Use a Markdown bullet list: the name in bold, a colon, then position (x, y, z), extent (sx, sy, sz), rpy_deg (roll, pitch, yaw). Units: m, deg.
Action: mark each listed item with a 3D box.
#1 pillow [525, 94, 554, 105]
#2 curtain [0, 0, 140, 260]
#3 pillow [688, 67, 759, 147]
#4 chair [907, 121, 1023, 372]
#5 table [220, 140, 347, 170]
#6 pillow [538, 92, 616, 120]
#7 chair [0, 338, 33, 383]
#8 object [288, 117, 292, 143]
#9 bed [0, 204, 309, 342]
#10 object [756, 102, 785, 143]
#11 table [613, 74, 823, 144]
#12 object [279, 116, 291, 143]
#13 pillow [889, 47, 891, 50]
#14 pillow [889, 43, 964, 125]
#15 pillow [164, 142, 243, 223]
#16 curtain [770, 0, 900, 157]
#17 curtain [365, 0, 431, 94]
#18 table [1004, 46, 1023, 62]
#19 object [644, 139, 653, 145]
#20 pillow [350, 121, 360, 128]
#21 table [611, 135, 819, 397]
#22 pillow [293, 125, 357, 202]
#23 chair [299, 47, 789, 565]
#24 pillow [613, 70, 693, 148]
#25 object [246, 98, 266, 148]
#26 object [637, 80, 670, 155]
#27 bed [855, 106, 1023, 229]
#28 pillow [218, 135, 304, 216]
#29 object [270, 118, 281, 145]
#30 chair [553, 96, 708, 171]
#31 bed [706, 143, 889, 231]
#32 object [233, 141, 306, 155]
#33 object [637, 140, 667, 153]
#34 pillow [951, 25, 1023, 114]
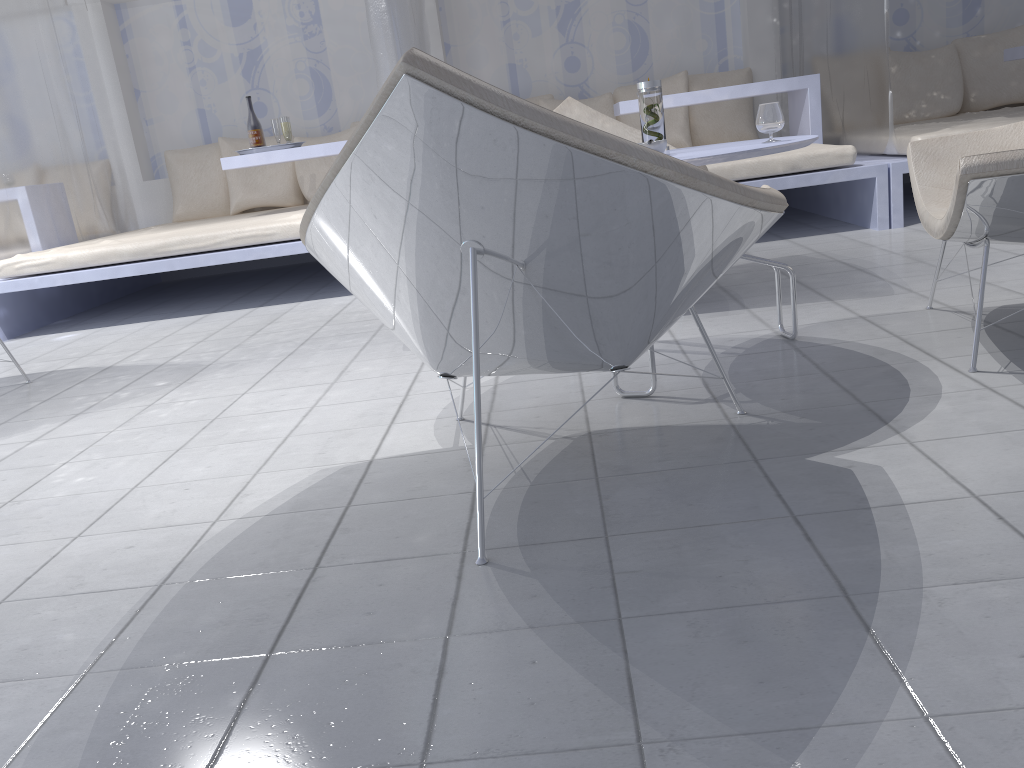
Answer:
- **pillow**: position (0.091, -1.659, 5.949), extent (0.572, 0.510, 0.231), rpy_deg (-7, 15, 3)
- **curtain**: position (-2.728, -1.491, 5.078), extent (0.125, 1.559, 1.998), rpy_deg (-7, 15, 2)
- **pillow**: position (1.358, -1.797, 5.858), extent (0.524, 0.521, 0.230), rpy_deg (-7, 15, 2)
- **chair**: position (1.373, -0.502, 2.050), extent (0.753, 0.759, 0.906), rpy_deg (-3, 16, 18)
- **table**: position (-1.054, -1.154, 5.135), extent (1.065, 0.450, 0.416), rpy_deg (-7, 15, 4)
- **pillow**: position (0.428, -1.663, 5.843), extent (0.528, 0.482, 0.307), rpy_deg (-6, 15, 8)
- **chair**: position (-2.171, -0.282, 3.057), extent (0.753, 0.759, 0.906), rpy_deg (-15, 17, -25)
- **object**: position (-1.288, -1.445, 5.105), extent (0.059, 0.174, 0.059), rpy_deg (-16, 17, -27)
- **bed**: position (-1.524, -0.793, 5.257), extent (2.200, 0.422, 2.022), rpy_deg (-7, 15, 4)
- **object**: position (0.623, -0.631, 2.139), extent (0.068, 0.091, 0.068), rpy_deg (-10, 15, -6)
- **table**: position (1.140, -1.420, 4.987), extent (1.065, 0.450, 0.416), rpy_deg (-7, 15, 4)
- **object**: position (-1.284, -1.429, 5.043), extent (0.059, 0.174, 0.059), rpy_deg (-16, 17, -27)
- **pillow**: position (2.282, -1.924, 5.802), extent (0.572, 0.510, 0.231), rpy_deg (-7, 15, 3)
- **pillow**: position (2.618, -1.928, 5.696), extent (0.528, 0.482, 0.307), rpy_deg (-6, 15, 8)
- **pillow**: position (-2.118, -1.376, 6.092), extent (0.524, 0.521, 0.230), rpy_deg (-6, 15, 6)
- **curtain**: position (1.649, -2.021, 4.783), extent (0.125, 1.559, 1.998), rpy_deg (-7, 15, 2)
- **curtain**: position (-0.554, -1.764, 4.887), extent (0.151, 1.552, 2.050), rpy_deg (-7, 15, 4)
- **table**: position (3.331, -1.685, 4.840), extent (1.065, 0.450, 0.416), rpy_deg (-7, 15, 4)
- **object**: position (0.302, -0.536, 1.972), extent (0.012, 0.016, 0.098), rpy_deg (-7, 15, 3)
- **pillow**: position (-0.854, -1.544, 6.013), extent (0.572, 0.510, 0.231), rpy_deg (-7, 15, 5)
- **table**: position (0.385, -0.324, 2.338), extent (0.823, 0.534, 0.825), rpy_deg (-13, 16, -18)
- **pillow**: position (-1.193, -1.467, 5.952), extent (0.528, 0.482, 0.307), rpy_deg (-8, 15, -1)
- **chair**: position (0.022, -0.193, 1.607), extent (0.906, 0.759, 0.753), rpy_deg (-2, 16, 21)
- **pillow**: position (0.927, -1.761, 5.856), extent (0.537, 0.527, 0.233), rpy_deg (-1, 16, 23)
- **object**: position (-1.478, -1.487, 5.076), extent (0.092, 0.302, 0.092), rpy_deg (-16, 17, -28)
- **object**: position (0.361, -0.681, 2.281), extent (0.075, 0.185, 0.075), rpy_deg (-18, 18, -32)
- **bed**: position (2.855, -1.322, 4.946), extent (2.200, 0.427, 2.016), rpy_deg (-7, 15, 4)
- **pillow**: position (-1.695, -1.443, 6.033), extent (0.537, 0.527, 0.233), rpy_deg (-12, 16, -16)
- **object**: position (-1.352, -1.438, 5.110), extent (0.059, 0.174, 0.059), rpy_deg (-16, 17, -27)
- **chair**: position (0.241, -0.670, 3.246), extent (0.906, 0.759, 0.753), rpy_deg (-6, 15, 8)
- **bed**: position (0.664, -1.057, 5.094), extent (2.200, 0.427, 2.016), rpy_deg (-7, 15, 4)
- **object**: position (-1.389, -1.349, 5.098), extent (0.429, 0.031, 0.275), rpy_deg (-6, 15, 5)
- **object**: position (0.311, -0.526, 2.007), extent (0.082, 0.043, 0.082), rpy_deg (-7, 15, 5)
- **pillow**: position (3.118, -2.026, 5.709), extent (0.537, 0.527, 0.233), rpy_deg (-1, 16, 23)
